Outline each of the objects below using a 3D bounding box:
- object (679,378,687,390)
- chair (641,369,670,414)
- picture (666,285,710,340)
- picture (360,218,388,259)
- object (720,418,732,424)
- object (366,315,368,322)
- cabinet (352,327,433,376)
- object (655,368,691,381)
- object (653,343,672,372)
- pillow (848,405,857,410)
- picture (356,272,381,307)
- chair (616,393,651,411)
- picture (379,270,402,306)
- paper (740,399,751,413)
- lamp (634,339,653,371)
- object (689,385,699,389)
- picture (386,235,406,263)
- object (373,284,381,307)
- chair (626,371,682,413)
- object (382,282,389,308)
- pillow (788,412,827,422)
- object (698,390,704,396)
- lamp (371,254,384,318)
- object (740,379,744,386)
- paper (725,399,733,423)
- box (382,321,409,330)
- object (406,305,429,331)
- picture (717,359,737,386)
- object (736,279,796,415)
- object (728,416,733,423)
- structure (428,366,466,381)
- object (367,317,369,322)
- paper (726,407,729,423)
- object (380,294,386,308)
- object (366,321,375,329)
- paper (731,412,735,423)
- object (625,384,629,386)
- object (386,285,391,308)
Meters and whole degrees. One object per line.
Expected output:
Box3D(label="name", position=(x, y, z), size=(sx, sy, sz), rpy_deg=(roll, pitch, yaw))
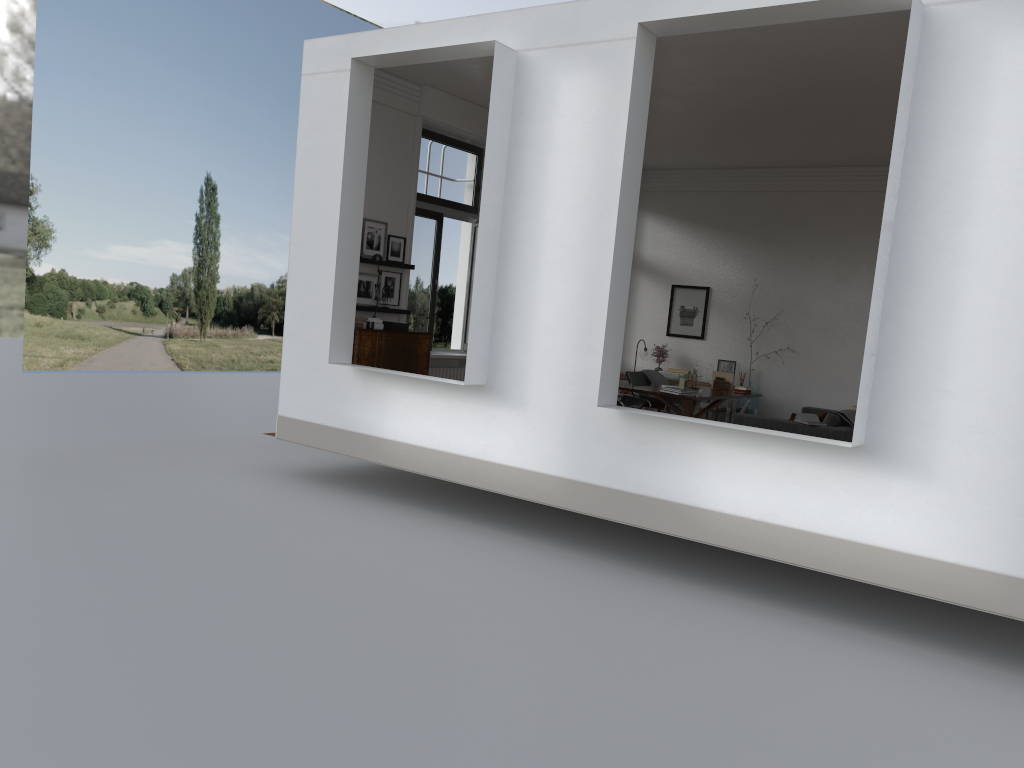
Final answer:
Box3D(label="object", position=(2.025, 0.000, 10.497), size=(0.082, 0.126, 0.275), rpy_deg=(6, 5, 9))
Box3D(label="chair", position=(2.107, 0.236, 13.091), size=(0.715, 0.901, 0.547), rpy_deg=(8, 6, 28))
Box3D(label="picture", position=(2.752, -1.130, 13.876), size=(0.633, 0.818, 0.050), rpy_deg=(9, 7, 35))
Box3D(label="picture", position=(-1.540, -1.621, 9.914), size=(0.020, 0.409, 0.369), rpy_deg=(10, 7, 35))
Box3D(label="object", position=(3.146, 0.667, 12.879), size=(0.261, 0.305, 0.260), rpy_deg=(5, 5, 0))
Box3D(label="object", position=(-1.516, -0.651, 9.299), size=(0.010, 0.139, 0.045), rpy_deg=(9, 7, 32))
Box3D(label="cabinet", position=(-1.493, 0.000, 9.733), size=(0.639, 1.220, 1.265), rpy_deg=(9, 6, 35))
Box3D(label="object", position=(2.413, -0.157, 13.521), size=(0.534, 0.149, 0.484), rpy_deg=(9, 6, 34))
Box3D(label="object", position=(2.313, -0.387, 13.910), size=(0.290, 0.530, 0.307), rpy_deg=(5, 6, -10))
Box3D(label="pillow", position=(4.182, 0.455, 10.944), size=(0.225, 0.461, 0.486), rpy_deg=(9, 6, 35))
Box3D(label="picture", position=(-1.634, -1.055, 9.916), size=(0.020, 0.366, 0.433), rpy_deg=(10, 6, 35))
Box3D(label="chair", position=(1.269, 0.306, 11.294), size=(0.744, 0.874, 0.752), rpy_deg=(9, 6, 35))
Box3D(label="picture", position=(-1.408, -1.102, 10.226), size=(0.020, 0.385, 0.343), rpy_deg=(10, 7, 35))
Box3D(label="paper", position=(3.253, 0.506, 12.796), size=(0.330, 0.611, 0.047), rpy_deg=(7, 6, 15))
Box3D(label="lamp", position=(2.027, -0.426, 13.943), size=(0.207, 0.551, 0.440), rpy_deg=(2, 6, -31))
Box3D(label="object", position=(2.401, 0.036, 11.749), size=(0.133, 0.047, 0.114), rpy_deg=(5, 5, -2))
Box3D(label="picture", position=(-1.335, -1.551, 10.218), size=(0.020, 0.304, 0.289), rpy_deg=(10, 7, 35))
Box3D(label="object", position=(-1.513, -0.993, 9.998), size=(0.040, 0.261, 0.124), rpy_deg=(10, 7, 35))
Box3D(label="chair", position=(1.952, 0.295, 12.251), size=(0.744, 0.874, 0.752), rpy_deg=(9, 6, 35))
Box3D(label="object", position=(-1.444, -1.014, 10.106), size=(0.040, 0.299, 0.118), rpy_deg=(10, 7, 35))
Box3D(label="pillow", position=(3.202, 0.484, 9.740), size=(0.470, 0.397, 0.329), rpy_deg=(4, 6, -17))
Box3D(label="object", position=(2.242, 0.106, 10.549), size=(0.082, 0.065, 0.064), rpy_deg=(2, 6, -34))
Box3D(label="lamp", position=(-1.488, -1.010, 9.705), size=(0.174, 0.804, 0.490), rpy_deg=(5, 5, 0))
Box3D(label="object", position=(3.102, -0.017, 11.976), size=(0.058, 0.091, 0.058), rpy_deg=(8, 6, 22))
Box3D(label="paper", position=(3.150, 0.483, 12.969), size=(0.047, 0.627, 0.293), rpy_deg=(9, 6, 28))
Box3D(label="box", position=(-1.334, -0.660, 10.027), size=(0.208, 0.087, 0.282), rpy_deg=(9, 6, 35))
Box3D(label="object", position=(-1.195, -0.678, 10.929), size=(0.317, 0.601, 0.541), rpy_deg=(6, 5, 6))
Box3D(label="picture", position=(3.222, -0.174, 13.359), size=(0.282, 0.370, 0.023), rpy_deg=(9, 7, 35))
Box3D(label="object", position=(3.727, -0.487, 12.959), size=(0.807, 2.062, 0.353), rpy_deg=(7, 6, 16))
Box3D(label="object", position=(3.433, 0.668, 13.116), size=(0.434, 0.317, 0.341), rpy_deg=(9, 6, 35))
Box3D(label="structure", position=(-1.085, 0.169, 11.411), size=(0.225, 0.780, 1.453), rpy_deg=(10, 6, 35))
Box3D(label="object", position=(-1.500, -0.655, 9.280), size=(0.010, 0.119, 0.050), rpy_deg=(10, 7, 38))
Box3D(label="paper", position=(3.109, 0.568, 12.801), size=(0.073, 0.480, 0.033), rpy_deg=(4, 6, -18))
Box3D(label="object", position=(-1.456, -0.940, 10.043), size=(0.040, 0.161, 0.066), rpy_deg=(10, 7, 35))
Box3D(label="object", position=(-1.489, -0.616, 9.318), size=(0.091, 0.077, 0.091), rpy_deg=(6, 5, 8))
Box3D(label="paper", position=(3.204, 0.606, 12.957), size=(0.126, 0.389, 0.026), rpy_deg=(2, 7, -32))
Box3D(label="object", position=(1.854, 0.058, 13.880), size=(0.173, 0.110, 0.173), rpy_deg=(4, 5, -18))
Box3D(label="object", position=(-1.428, -1.000, 10.180), size=(0.040, 0.262, 0.110), rpy_deg=(10, 7, 35))
